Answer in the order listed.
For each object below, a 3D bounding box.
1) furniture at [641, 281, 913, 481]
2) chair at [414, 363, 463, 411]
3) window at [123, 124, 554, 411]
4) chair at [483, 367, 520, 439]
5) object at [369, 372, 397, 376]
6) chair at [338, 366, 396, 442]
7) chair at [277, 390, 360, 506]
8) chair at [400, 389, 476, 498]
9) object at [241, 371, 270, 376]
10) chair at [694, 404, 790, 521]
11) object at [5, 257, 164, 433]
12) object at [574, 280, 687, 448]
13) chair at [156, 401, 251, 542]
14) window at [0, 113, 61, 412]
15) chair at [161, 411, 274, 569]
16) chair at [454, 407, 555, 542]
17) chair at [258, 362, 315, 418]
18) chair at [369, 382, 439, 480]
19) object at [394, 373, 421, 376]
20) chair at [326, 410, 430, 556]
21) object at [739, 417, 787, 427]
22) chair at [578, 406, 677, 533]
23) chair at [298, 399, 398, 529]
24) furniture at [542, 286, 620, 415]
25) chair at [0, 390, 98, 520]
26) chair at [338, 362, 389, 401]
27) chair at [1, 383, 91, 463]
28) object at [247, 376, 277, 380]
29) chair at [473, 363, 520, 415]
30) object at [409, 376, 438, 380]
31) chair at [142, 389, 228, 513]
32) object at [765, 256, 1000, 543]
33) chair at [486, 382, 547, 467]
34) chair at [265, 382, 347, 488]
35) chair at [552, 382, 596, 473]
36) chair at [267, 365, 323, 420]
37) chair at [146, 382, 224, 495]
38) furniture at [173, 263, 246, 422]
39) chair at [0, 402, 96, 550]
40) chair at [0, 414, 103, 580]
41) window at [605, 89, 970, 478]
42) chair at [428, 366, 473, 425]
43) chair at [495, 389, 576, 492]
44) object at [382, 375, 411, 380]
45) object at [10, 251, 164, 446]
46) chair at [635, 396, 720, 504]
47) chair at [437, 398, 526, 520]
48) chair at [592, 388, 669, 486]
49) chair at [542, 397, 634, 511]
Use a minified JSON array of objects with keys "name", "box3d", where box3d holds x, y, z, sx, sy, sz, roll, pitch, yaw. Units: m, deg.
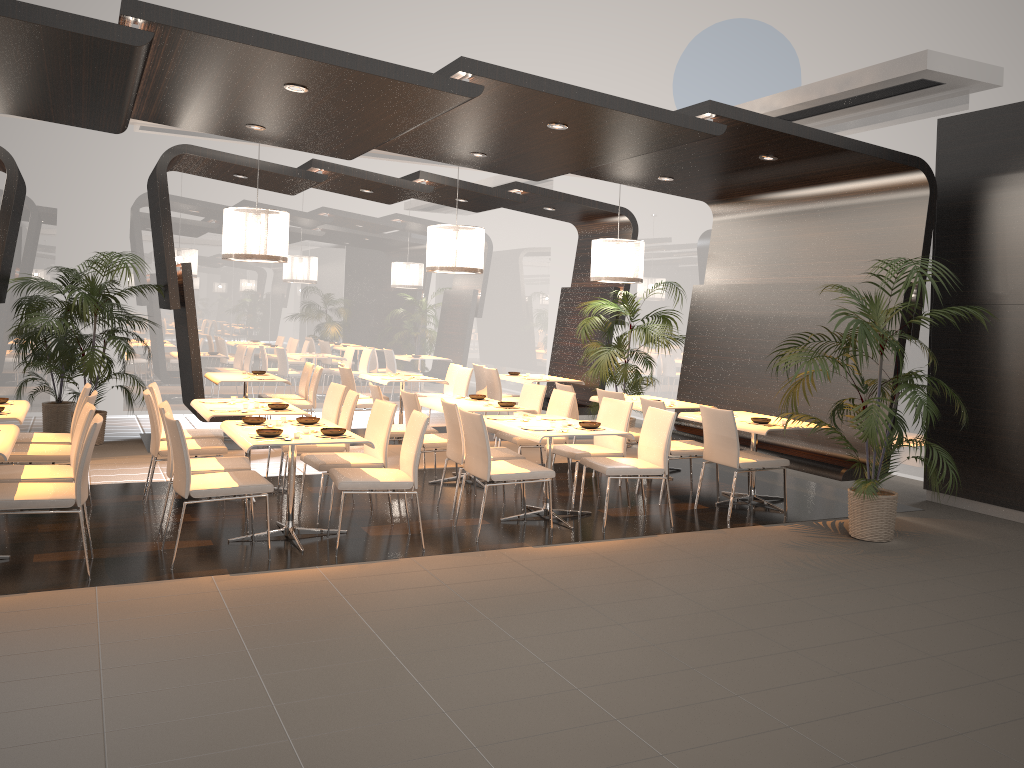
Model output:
[{"name":"furniture","box3d":[2.425,-0.169,8.687,0.756,1.673,2.910,2,3,-26]},{"name":"chair","box3d":[-0.994,0.175,11.551,0.605,0.874,0.485,2,1,-24]},{"name":"window","box3d":[-2.213,-1.568,13.084,6.574,3.978,0.070,1,1,-26]},{"name":"chair","box3d":[-0.047,0.229,11.318,0.605,0.874,0.485,2,1,-24]},{"name":"object","box3d":[-1.629,-0.128,11.188,0.334,0.038,0.378,-1,5,-32]},{"name":"chair","box3d":[-1.739,0.233,10.462,0.605,0.874,0.485,1,1,-29]},{"name":"chair","box3d":[-1.571,0.500,7.192,0.605,0.874,0.485,2,1,-19]},{"name":"chair","box3d":[-0.659,0.497,7.660,0.605,0.874,0.485,2,1,-24]},{"name":"object","box3d":[-3.051,-0.133,10.531,0.303,0.044,0.366,0,5,-27]},{"name":"chair","box3d":[1.877,0.622,7.260,0.605,0.869,0.485,2,1,-24]},{"name":"object","box3d":[-5.126,-0.472,10.236,1.563,2.059,1.505,3,2,25]},{"name":"object","box3d":[1.456,-0.269,10.805,1.503,2.059,1.565,2,2,-13]},{"name":"chair","box3d":[-2.096,0.570,6.021,0.605,0.869,0.485,2,1,-19]},{"name":"window","box3d":[-8.674,-1.560,9.916,6.574,3.978,0.070,1,1,-26]},{"name":"chair","box3d":[-1.838,0.623,5.479,0.605,0.869,0.485,1,1,-29]},{"name":"chair","box3d":[-0.066,0.624,6.347,0.605,0.874,0.485,2,1,-24]},{"name":"chair","box3d":[-2.724,0.179,10.682,0.605,0.874,0.485,2,1,-24]},{"name":"chair","box3d":[-1.035,0.435,8.237,0.605,0.869,0.485,2,1,-19]},{"name":"object","box3d":[-1.351,-0.135,11.413,0.334,0.038,0.378,-1,6,-37]},{"name":"chair","box3d":[-0.881,0.629,5.868,0.605,0.869,0.485,2,1,-19]},{"name":"object","box3d":[2.121,0.313,7.385,0.303,0.044,0.366,0,5,-27]},{"name":"chair","box3d":[0.891,0.629,6.737,0.605,0.874,0.485,2,1,-19]},{"name":"chair","box3d":[-1.191,0.570,6.487,0.605,0.874,0.485,1,1,-29]},{"name":"furniture","box3d":[0.739,-0.498,12.024,0.756,1.674,1.405,2,2,-26]},{"name":"chair","box3d":[-3.332,0.497,6.353,0.605,0.869,0.485,2,1,-19]},{"name":"chair","box3d":[-1.894,0.171,11.146,0.605,0.869,0.485,2,1,-19]},{"name":"chair","box3d":[-3.635,0.442,6.903,0.605,0.869,0.485,2,1,-24]},{"name":"object","box3d":[-2.853,-0.079,9.989,0.334,0.038,0.378,-1,6,-37]},{"name":"chair","box3d":[-0.214,0.171,11.944,0.605,0.869,0.485,2,1,-24]},{"name":"object","box3d":[-1.093,-0.081,10.853,0.334,0.038,0.378,-1,6,-37]},{"name":"chair","box3d":[-2.527,0.492,6.803,0.605,0.869,0.485,2,1,-24]},{"name":"object","box3d":[2.668,0.120,6.494,1.563,2.059,1.505,3,2,19]},{"name":"chair","box3d":[-0.016,0.434,8.729,0.605,0.869,0.485,1,1,-29]},{"name":"chair","box3d":[-1.811,0.436,7.844,0.605,0.869,0.485,1,1,-29]},{"name":"chair","box3d":[0.766,0.436,9.103,0.605,0.874,0.485,2,1,-19]},{"name":"chair","box3d":[-2.484,0.232,10.092,0.605,0.869,0.485,2,1,-19]},{"name":"chair","box3d":[-2.727,0.438,7.387,0.605,0.869,0.485,2,1,-19]},{"name":"furniture","box3d":[-3.436,-0.493,9.977,0.756,1.674,1.405,2,2,-26]},{"name":"chair","box3d":[-2.966,0.577,5.553,0.605,0.874,0.485,1,1,-29]},{"name":"chair","box3d":[-2.662,0.632,5.003,0.605,0.874,0.485,2,1,-24]},{"name":"window","box3d":[2.943,-1.231,11.301,0.070,3.974,6.601,2,3,-26]},{"name":"chair","box3d":[-0.827,0.229,10.926,0.605,0.869,0.485,2,1,-24]},{"name":"chair","box3d":[0.225,0.495,8.076,0.605,0.869,0.485,2,1,-24]},{"name":"object","box3d":[-1.388,-0.075,10.629,0.334,0.038,0.378,-1,5,-32]},{"name":"object","box3d":[-4.452,-0.377,9.360,1.559,2.059,1.508,1,2,-32]},{"name":"chair","box3d":[1.453,0.565,7.779,0.605,0.869,0.485,2,1,-19]},{"name":"chair","box3d":[-0.255,0.569,6.944,0.605,0.874,0.485,2,1,-19]},{"name":"chair","box3d":[1.150,0.494,8.555,0.605,0.874,0.485,1,1,-29]},{"name":"chair","box3d":[0.650,0.568,7.389,0.605,0.874,0.485,1,1,-29]}]
